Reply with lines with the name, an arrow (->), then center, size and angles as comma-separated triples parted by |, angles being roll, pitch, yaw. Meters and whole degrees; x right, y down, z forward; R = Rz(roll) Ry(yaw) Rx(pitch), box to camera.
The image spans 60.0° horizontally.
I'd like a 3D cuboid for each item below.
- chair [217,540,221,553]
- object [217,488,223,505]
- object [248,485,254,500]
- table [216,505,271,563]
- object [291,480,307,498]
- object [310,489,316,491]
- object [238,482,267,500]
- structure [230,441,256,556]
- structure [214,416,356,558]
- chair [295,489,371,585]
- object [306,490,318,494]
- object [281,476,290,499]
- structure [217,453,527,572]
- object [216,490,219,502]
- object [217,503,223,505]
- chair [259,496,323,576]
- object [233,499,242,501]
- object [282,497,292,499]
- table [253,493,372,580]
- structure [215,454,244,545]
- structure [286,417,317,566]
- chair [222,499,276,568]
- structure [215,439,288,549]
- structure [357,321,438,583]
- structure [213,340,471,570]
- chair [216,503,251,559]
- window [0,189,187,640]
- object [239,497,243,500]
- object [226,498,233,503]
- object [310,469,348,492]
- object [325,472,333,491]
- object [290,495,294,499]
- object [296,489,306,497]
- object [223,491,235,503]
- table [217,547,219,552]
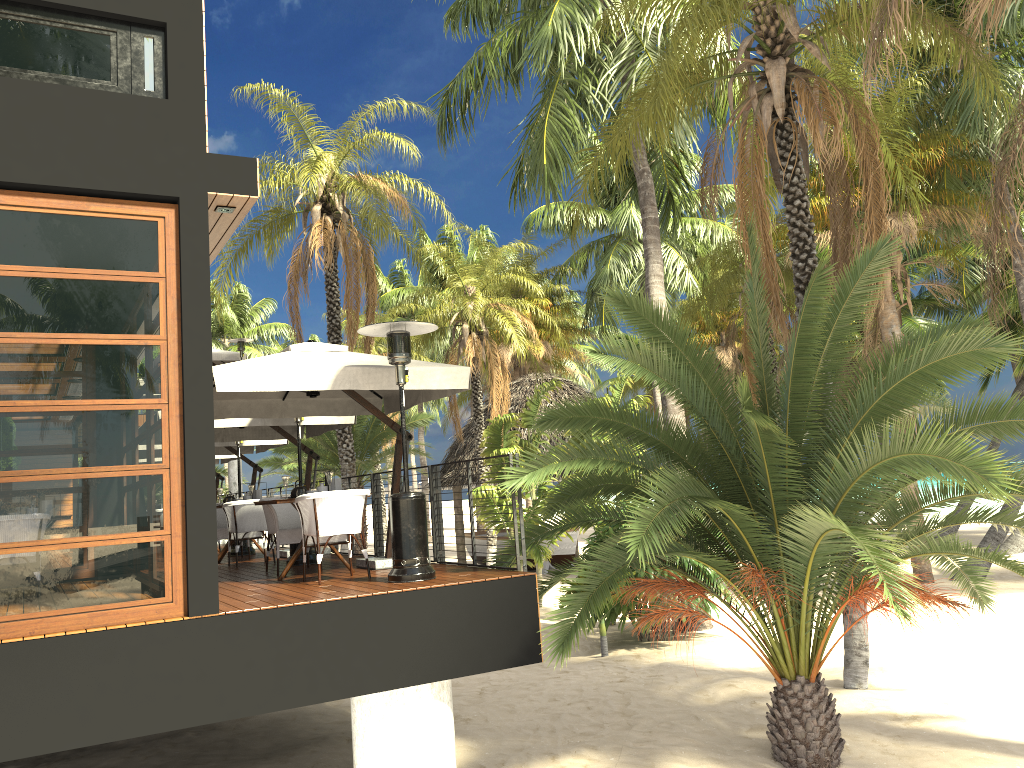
chair -> -4.831, 2.286, 13.841 | 0.627, 0.790, 0.615 | 0, -8, -28
object -> -3.873, 1.495, 11.772 | 0.082, 0.227, 0.082 | 0, -9, -28
object -> -3.385, 1.429, 11.513 | 0.082, 0.227, 0.082 | 0, -9, -28
table -> -3.553, 1.946, 11.578 | 0.931, 0.751, 0.929 | 0, -8, -29
object -> -2.075, 1.027, 8.659 | 0.168, 0.179, 0.162 | 0, -8, -31
object -> -1.991, 1.098, 8.921 | 0.086, 0.086, 0.086 | -1, -8, -24
object -> -3.441, 1.448, 11.763 | 0.263, 0.264, 0.263 | -6, -7, 16
structure -> -4.108, 1.464, 13.364 | 0.699, 2.198, 0.698 | 2, -10, -41
structure -> -3.568, 1.173, 11.771 | 2.413, 2.338, 2.408 | 0, -8, -29
chair -> -1.577, 1.355, 7.923 | 0.627, 0.790, 0.615 | 0, -8, -28
object -> -1.919, 1.055, 8.507 | 0.116, 0.065, 0.115 | -1, -8, -25
object -> -2.248, 1.031, 8.819 | 0.082, 0.227, 0.082 | 0, -9, -28
structure -> -6.226, 2.958, 18.899 | 0.163, 1.156, 26.203 | 0, -8, -29
object -> -5.051, 1.908, 14.689 | 0.263, 0.264, 0.263 | -6, -7, 16
object -> -3.816, 1.613, 11.913 | 0.294, 0.025, 0.170 | 0, -8, -29
chair -> -2.318, 1.573, 9.322 | 0.627, 0.790, 0.615 | 0, -8, -28
object -> -3.544, 1.520, 11.461 | 0.116, 0.065, 0.115 | -1, -8, -25
object -> -2.191, 1.148, 8.959 | 0.294, 0.025, 0.170 | 0, -8, -29
table -> -1.940, 1.485, 8.645 | 0.931, 0.751, 0.929 | 0, -8, -29
structure -> -6.784, 2.092, 17.619 | 2.413, 2.338, 2.408 | 0, -8, -29
structure -> -2.490, 1.001, 10.421 | 0.699, 2.198, 0.698 | 2, -10, -41
chair -> -3.197, 1.818, 10.870 | 0.627, 0.790, 0.615 | 0, -8, -28
structure -> -5.176, 1.633, 14.695 | 2.413, 2.338, 2.408 | 0, -8, -29
structure -> -0.915, 0.550, 7.557 | 0.699, 2.198, 0.698 | 2, -10, -41
structure -> -1.960, 0.713, 8.847 | 2.413, 2.338, 2.408 | 0, -8, -29
chair -> -3.916, 2.030, 12.228 | 0.627, 0.790, 0.615 | 0, -8, -28
window -> -16.066, -4.728, 21.136 | 38.355, 18.008, 14.477 | -10, -9, 38
object -> -3.615, 1.563, 11.875 | 0.086, 0.086, 0.086 | -1, -8, -24
object -> -3.633, 1.508, 11.394 | 0.086, 0.086, 0.086 | -1, -8, -24
object -> -1.817, 0.983, 8.809 | 0.263, 0.264, 0.263 | -6, -7, 16
object -> -1.760, 0.965, 8.560 | 0.082, 0.227, 0.082 | 0, -9, -28
object -> -2.161, 1.119, 8.800 | 0.080, 0.042, 0.080 | -8, -8, 29
object -> -2.009, 1.043, 8.440 | 0.086, 0.086, 0.086 | -1, -8, -24
object -> -3.700, 1.491, 11.613 | 0.168, 0.179, 0.162 | 0, -8, -31
table -> -5.166, 2.407, 14.510 | 0.931, 0.751, 0.929 | 0, -8, -29
